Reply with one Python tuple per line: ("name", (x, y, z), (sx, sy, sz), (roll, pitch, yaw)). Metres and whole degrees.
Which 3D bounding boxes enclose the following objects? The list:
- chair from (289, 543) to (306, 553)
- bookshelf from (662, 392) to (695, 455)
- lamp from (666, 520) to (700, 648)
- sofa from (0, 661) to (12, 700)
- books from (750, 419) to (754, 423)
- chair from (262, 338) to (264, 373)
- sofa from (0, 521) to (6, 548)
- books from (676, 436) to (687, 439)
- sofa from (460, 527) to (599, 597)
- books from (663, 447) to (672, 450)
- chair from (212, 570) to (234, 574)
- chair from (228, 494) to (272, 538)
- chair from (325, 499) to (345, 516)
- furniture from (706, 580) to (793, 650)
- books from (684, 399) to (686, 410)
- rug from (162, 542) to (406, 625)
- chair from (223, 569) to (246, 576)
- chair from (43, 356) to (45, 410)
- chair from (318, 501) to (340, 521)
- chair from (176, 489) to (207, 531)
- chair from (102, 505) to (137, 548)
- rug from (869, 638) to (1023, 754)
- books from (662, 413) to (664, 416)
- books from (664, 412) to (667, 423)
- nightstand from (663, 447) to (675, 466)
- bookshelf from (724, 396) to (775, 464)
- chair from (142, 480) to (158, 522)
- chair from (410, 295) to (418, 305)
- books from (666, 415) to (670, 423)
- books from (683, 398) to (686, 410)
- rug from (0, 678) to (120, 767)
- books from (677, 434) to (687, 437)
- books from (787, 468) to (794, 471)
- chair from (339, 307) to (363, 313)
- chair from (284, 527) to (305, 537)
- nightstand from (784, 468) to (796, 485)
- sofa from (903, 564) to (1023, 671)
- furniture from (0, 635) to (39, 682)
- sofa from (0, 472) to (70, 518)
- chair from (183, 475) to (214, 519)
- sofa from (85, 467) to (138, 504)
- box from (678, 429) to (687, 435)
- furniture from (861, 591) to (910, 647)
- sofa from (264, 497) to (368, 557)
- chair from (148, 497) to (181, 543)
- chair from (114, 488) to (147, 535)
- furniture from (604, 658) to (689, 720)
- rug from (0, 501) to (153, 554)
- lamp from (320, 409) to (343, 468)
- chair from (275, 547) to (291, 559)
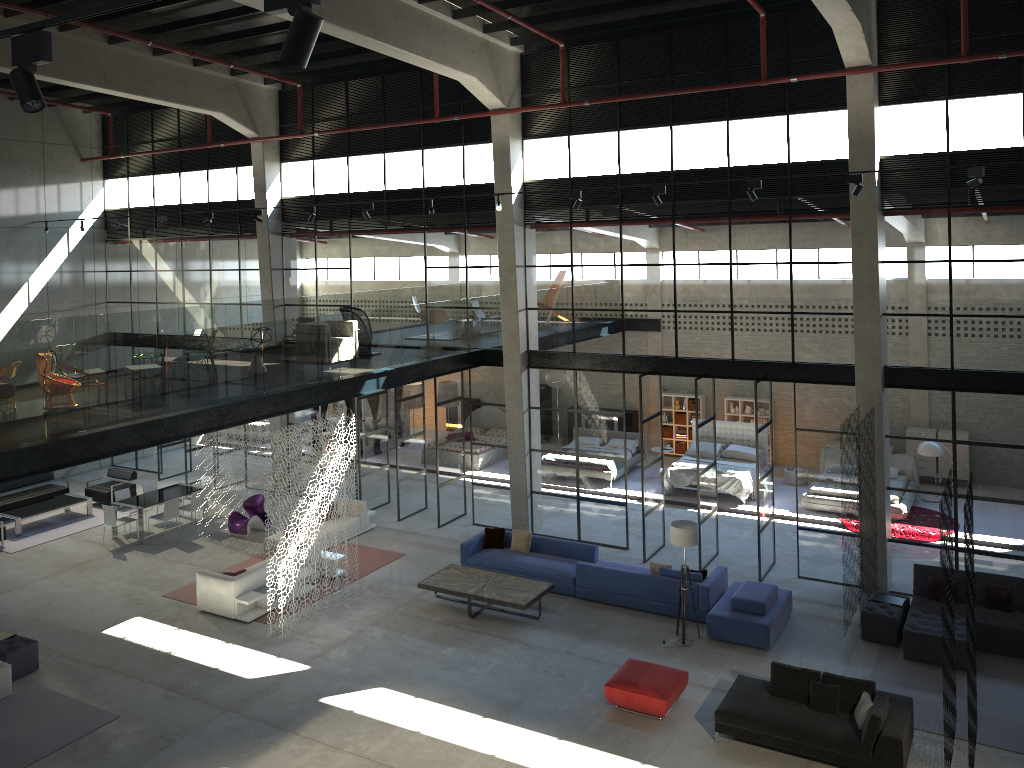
("chair", (-3.964, 3.085, 15.954), (0.268, 0.321, 0.399), (1, 6, 32))
("bookshelf", (4.777, 1.172, 24.612), (1.240, 1.753, 0.331), (1, 2, 30))
("lamp", (2.575, 3.013, 13.194), (0.429, 1.739, 0.672), (-1, 2, 28))
("sofa", (-8.618, 4.117, 10.717), (1.826, 0.865, 4.191), (3, 9, 30))
("books", (6.434, 1.088, 23.582), (0.089, 0.275, 0.187), (-1, 3, 30))
("chair", (-4.698, -0.615, 16.064), (0.565, 0.799, 0.609), (-2, 4, -3))
("sofa", (-11.491, 3.039, 18.438), (1.652, 0.756, 0.827), (3, 7, 30))
("books", (4.792, 1.489, 24.631), (0.309, 0.055, 0.232), (4, 10, 30))
("sofa", (0.317, 3.208, 15.963), (2.337, 0.602, 1.063), (3, 8, 30))
("books", (3.926, 1.625, 22.270), (0.229, 0.042, 0.304), (-1, 9, 4))
("chair", (-4.893, 3.276, 14.991), (0.390, 0.271, 0.321), (-1, 5, 5))
("chair", (-5.648, 2.826, 18.902), (0.656, 0.746, 0.803), (1, 6, 30))
("chair", (-3.768, 2.654, 18.677), (0.381, 0.336, 0.255), (-4, 4, -26))
("furniture", (3.718, 3.470, 13.672), (0.950, 0.552, 1.551), (2, 9, 30))
("books", (4.891, 0.551, 24.552), (0.087, 0.319, 0.254), (-1, 4, 30))
("rug", (-4.133, 3.553, 16.403), (2.649, 0.020, 3.664), (4, 10, 30))
("chair", (-4.670, 3.285, 14.835), (0.403, 0.334, 0.284), (-3, 4, -15))
("chair", (-6.539, -0.062, 12.651), (0.569, 0.794, 0.594), (-2, 4, -4))
("chair", (-3.850, 2.686, 18.489), (0.412, 0.334, 0.257), (-4, 5, -27))
("chair", (-7.036, 2.742, 19.276), (0.545, 0.868, 0.422), (0, 3, 30))
("chair", (-8.219, 2.912, 18.376), (0.420, 0.868, 0.549), (0, 3, 30))
("rug", (6.578, 4.085, 11.286), (3.631, 0.020, 2.673), (4, 10, 30))
("books", (4.280, 0.949, 24.884), (0.019, 0.260, 0.176), (-1, 3, 30))
("books", (4.359, 0.944, 24.832), (0.048, 0.286, 0.186), (-1, 3, 30))
("nightstand", (3.837, 2.001, 22.244), (0.601, 0.698, 0.606), (-1, 4, 2))
("bookshelf", (6.409, 1.275, 23.674), (1.240, 1.753, 0.331), (1, 2, 30))
("chair", (-8.027, 2.677, 19.851), (0.545, 0.868, 0.422), (0, 3, 30))
("chair", (-1.999, -1.733, 22.062), (0.979, 1.025, 0.794), (-4, 5, -31))
("books", (4.405, 0.984, 24.821), (0.075, 0.203, 0.160), (-1, 4, 30))
("books", (4.862, 0.549, 24.569), (0.087, 0.319, 0.254), (-1, 4, 30))
("rug", (-7.172, 4.541, 10.564), (2.649, 0.020, 3.664), (4, 10, 30))
("books", (4.791, 1.433, 24.630), (0.282, 0.055, 0.232), (4, 10, 30))
("books", (6.810, 2.096, 21.470), (0.134, 0.021, 0.194), (4, 10, 30))
("chair", (-3.296, -1.127, 18.520), (0.687, 0.984, 0.833), (-1, 4, 0))
("chair", (-4.341, 2.929, 17.486), (0.415, 0.107, 0.410), (-3, 9, -14))
("nightstand", (6.924, 2.257, 21.385), (0.579, 0.298, 0.484), (2, 7, 27))
("sofa", (7.734, 3.487, 12.131), (4.153, 0.866, 1.842), (4, 9, 30))
("furniture", (-7.453, 3.971, 12.802), (0.959, 0.454, 0.513), (2, 6, 25))
("sofa", (-11.724, 2.715, 20.549), (0.821, 0.753, 2.476), (1, 9, 30))
("chair", (-7.195, 2.610, 20.145), (0.420, 0.868, 0.549), (0, 3, 30))
("sofa", (-9.777, 2.534, 21.397), (0.951, 0.756, 0.827), (2, 6, 30))
("box", (4.798, 1.349, 24.647), (0.213, 0.108, 0.132), (3, 7, 30))
("furniture", (5.697, 3.554, 13.364), (0.509, 0.453, 0.968), (2, 8, 35))
("sofa", (-4.006, 2.956, 18.056), (0.942, 0.665, 2.167), (2, 9, 30))
("chair", (-7.387, 2.845, 18.671), (0.545, 0.868, 0.422), (0, 3, 30))
("chair", (-8.377, 2.780, 19.245), (0.545, 0.868, 0.422), (0, 3, 30))
("furniture", (1.772, 3.981, 11.495), (0.855, 0.375, 0.863), (3, 9, 30))
("rug", (-10.426, 3.150, 19.994), (2.411, 0.025, 3.423), (4, 10, 30))
("lamp", (-3.529, 1.039, 17.124), (0.439, 1.098, 0.441), (0, 2, 39))
("chair", (-4.147, 3.128, 15.711), (0.269, 0.317, 0.396), (0, 6, 17))
